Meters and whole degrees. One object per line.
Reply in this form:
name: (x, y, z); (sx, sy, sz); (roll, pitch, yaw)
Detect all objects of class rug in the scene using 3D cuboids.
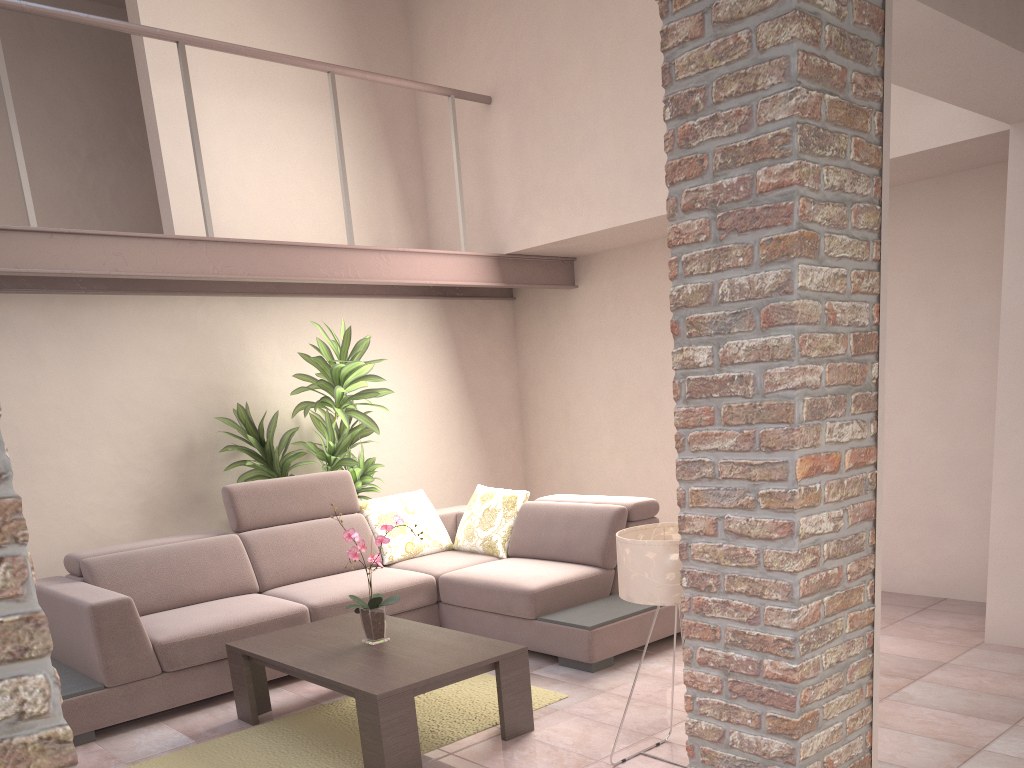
rug: (-0.798, 1.455, 3.640); (2.053, 0.009, 0.842); (-4, -1, -41)

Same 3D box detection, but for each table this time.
table: (-0.581, 1.262, 3.799); (0.694, 0.365, 1.171); (-7, 2, -42)

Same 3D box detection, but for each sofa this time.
sofa: (-0.788, 0.976, 4.570); (3.106, 0.989, 2.113); (-5, 2, -42)

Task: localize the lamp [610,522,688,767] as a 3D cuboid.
lamp: (0.570, 0.914, 3.080); (0.379, 0.891, 0.398); (-15, 15, -41)

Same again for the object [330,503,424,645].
object: (-0.568, 0.773, 3.703); (0.360, 0.627, 0.291); (4, 14, 42)

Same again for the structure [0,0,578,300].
structure: (-1.379, -0.161, 3.625); (7.084, 3.374, 3.687); (-6, 6, -41)
